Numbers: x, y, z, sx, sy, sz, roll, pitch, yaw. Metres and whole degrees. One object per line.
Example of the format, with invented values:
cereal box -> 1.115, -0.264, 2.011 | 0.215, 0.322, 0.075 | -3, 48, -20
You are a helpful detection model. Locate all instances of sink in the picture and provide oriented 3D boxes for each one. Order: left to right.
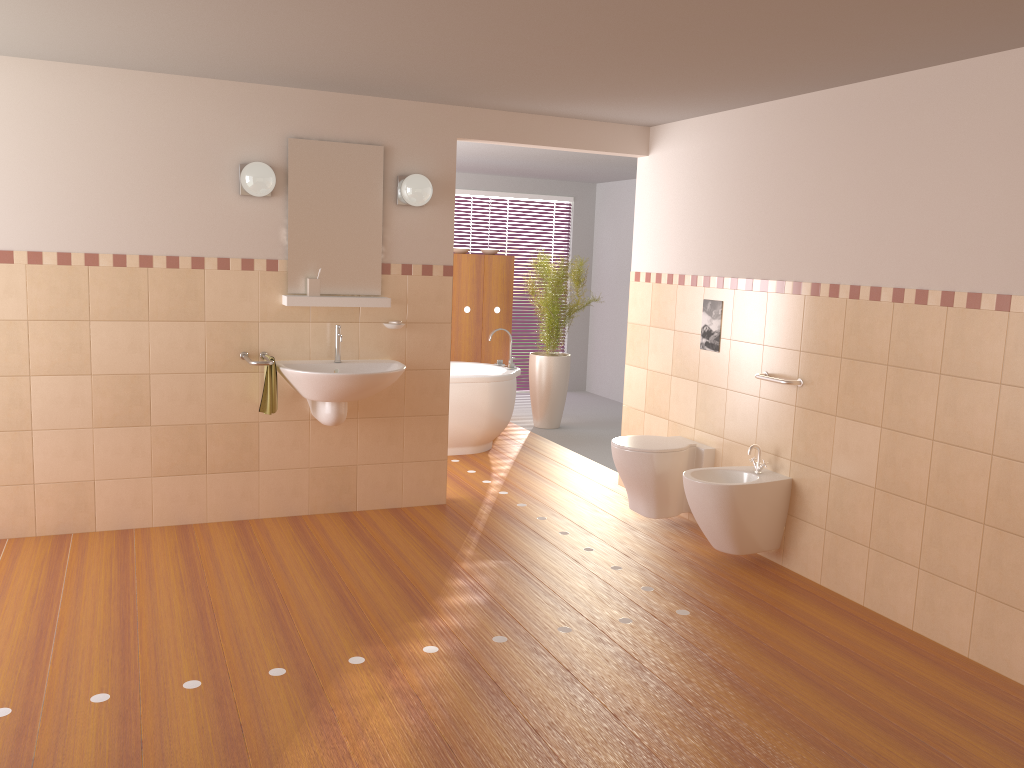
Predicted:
sink -> -0.868, -0.034, 4.604 | 0.683, 0.516, 0.539 | -1, 9, -23
sink -> 1.070, 0.556, 4.332 | 0.515, 0.517, 0.335 | -1, 9, -23

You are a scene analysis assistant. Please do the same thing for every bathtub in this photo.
bathtub -> -0.808, 0.031, 6.643 | 1.874, 0.900, 0.888 | -1, 9, -23

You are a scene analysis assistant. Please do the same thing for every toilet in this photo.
toilet -> 0.798, 0.516, 4.937 | 0.534, 0.400, 0.375 | -1, 9, -23

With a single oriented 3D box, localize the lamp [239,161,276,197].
lamp -> -1.275, -1.026, 4.447 | 0.173, 0.173, 0.209 | -1, 9, -23

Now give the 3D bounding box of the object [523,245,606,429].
object -> 0.434, -0.391, 7.613 | 0.683, 1.557, 1.335 | 4, 8, 9

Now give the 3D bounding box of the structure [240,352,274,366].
structure -> -1.292, -0.124, 4.515 | 0.142, 0.042, 0.333 | -1, 9, -23

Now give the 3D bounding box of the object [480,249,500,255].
object -> -0.195, -1.152, 7.768 | 0.173, 0.046, 0.173 | -1, 9, -23

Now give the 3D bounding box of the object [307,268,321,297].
object -> -1.040, -0.536, 4.659 | 0.063, 0.149, 0.073 | -1, 9, -23

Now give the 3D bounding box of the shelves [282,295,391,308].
shelves -> -0.932, -0.441, 4.730 | 0.554, 0.050, 0.138 | -1, 9, -23

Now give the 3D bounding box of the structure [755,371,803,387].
structure -> 1.288, -0.024, 4.334 | 0.091, 0.042, 0.295 | -1, 9, -23

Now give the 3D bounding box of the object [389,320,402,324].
object -> -0.644, -0.339, 4.898 | 0.075, 0.023, 0.050 | 7, 10, 31

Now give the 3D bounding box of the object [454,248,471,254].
object -> -0.444, -1.146, 7.660 | 0.173, 0.046, 0.173 | -1, 9, -23

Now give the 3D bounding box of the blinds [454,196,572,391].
blinds -> -1.563, -0.890, 8.732 | 4.712, 2.022, 0.032 | -1, 9, -23

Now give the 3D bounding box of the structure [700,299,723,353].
structure -> 1.092, -0.320, 4.866 | 0.005, 0.279, 0.170 | -1, 9, -23

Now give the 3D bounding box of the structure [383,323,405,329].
structure -> -0.646, -0.317, 4.899 | 0.117, 0.029, 0.092 | -1, 9, -23

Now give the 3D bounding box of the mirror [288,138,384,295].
mirror -> -0.936, -0.876, 4.715 | 0.502, 0.799, 0.008 | -1, 9, -23

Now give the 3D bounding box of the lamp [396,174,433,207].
lamp -> -0.518, -1.043, 4.775 | 0.173, 0.173, 0.209 | -1, 9, -23

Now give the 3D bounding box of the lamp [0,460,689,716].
lamp -> -1.272, 0.789, 4.415 | 3.173, 0.001, 2.893 | -1, 9, -23

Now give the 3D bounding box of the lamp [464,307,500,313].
lamp -> -0.641, -0.633, 7.510 | 1.169, 0.052, 0.001 | -1, 9, -23

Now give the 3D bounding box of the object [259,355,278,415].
object -> -1.243, 0.002, 4.552 | 0.085, 0.306, 0.181 | 1, 8, -7
